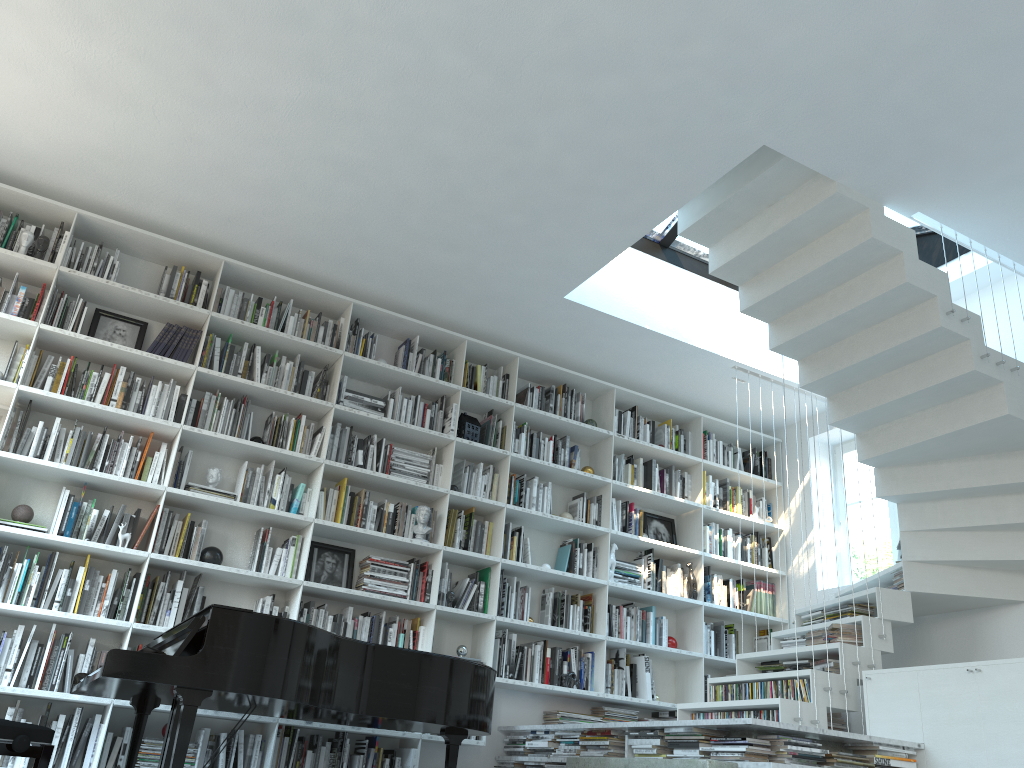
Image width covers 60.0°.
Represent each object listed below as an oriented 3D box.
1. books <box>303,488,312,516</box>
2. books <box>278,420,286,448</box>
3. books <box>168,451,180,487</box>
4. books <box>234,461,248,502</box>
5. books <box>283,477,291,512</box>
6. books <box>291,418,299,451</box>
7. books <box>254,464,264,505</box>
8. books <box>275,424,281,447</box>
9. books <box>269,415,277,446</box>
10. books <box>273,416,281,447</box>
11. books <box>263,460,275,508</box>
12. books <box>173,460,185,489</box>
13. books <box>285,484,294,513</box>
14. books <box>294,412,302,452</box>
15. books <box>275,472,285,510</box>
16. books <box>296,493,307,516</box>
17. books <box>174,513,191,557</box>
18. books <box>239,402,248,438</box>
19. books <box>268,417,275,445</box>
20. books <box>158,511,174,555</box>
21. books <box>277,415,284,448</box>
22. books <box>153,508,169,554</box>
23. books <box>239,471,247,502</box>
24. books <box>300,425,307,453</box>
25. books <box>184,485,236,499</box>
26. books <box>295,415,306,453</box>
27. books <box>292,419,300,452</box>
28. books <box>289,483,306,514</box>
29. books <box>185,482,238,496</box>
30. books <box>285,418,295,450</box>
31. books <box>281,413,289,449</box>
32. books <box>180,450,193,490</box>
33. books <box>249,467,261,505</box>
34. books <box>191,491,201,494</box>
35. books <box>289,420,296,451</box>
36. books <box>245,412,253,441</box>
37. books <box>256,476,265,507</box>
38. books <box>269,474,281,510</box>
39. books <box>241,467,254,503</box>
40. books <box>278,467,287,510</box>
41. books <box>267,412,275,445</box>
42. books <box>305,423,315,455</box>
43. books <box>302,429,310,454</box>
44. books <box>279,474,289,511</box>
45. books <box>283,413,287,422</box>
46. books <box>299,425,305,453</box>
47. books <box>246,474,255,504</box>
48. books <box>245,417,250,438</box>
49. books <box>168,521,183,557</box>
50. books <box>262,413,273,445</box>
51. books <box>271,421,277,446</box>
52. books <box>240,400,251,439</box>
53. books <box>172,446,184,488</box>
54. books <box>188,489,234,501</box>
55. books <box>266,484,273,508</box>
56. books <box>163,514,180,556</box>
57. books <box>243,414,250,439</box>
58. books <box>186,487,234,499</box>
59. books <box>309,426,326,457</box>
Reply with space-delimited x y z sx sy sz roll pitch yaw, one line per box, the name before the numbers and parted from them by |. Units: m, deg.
books | -1.272 0.758 5.420 0.026 0.216 0.127 17 -27 -25
books | -1.435 0.349 5.444 0.006 0.215 0.181 17 -27 -25
books | -1.956 0.523 5.091 0.024 0.256 0.134 17 -27 -25
books | -1.617 0.611 5.249 0.012 0.283 0.160 17 -27 -25
books | -1.391 0.704 5.373 0.022 0.255 0.152 17 -27 -25
books | -1.371 0.356 5.507 0.004 0.264 0.142 17 -27 -25
books | -1.530 0.636 5.287 0.012 0.284 0.168 17 -27 -25
books | -1.463 0.359 5.453 0.011 0.199 0.163 17 -27 -25
books | -1.485 0.327 5.435 0.005 0.239 0.174 17 -27 -25
books | -1.465 0.331 5.435 0.005 0.235 0.179 17 -27 -25
books | -1.481 0.635 5.327 0.010 0.328 0.174 17 -27 -25
books | -1.927 0.558 5.103 0.034 0.208 0.137 17 -27 -25
books | -1.372 0.727 5.376 0.026 0.218 0.150 17 -27 -25
books | -1.358 0.341 5.516 0.006 0.302 0.166 17 -27 -25
books | -1.421 0.676 5.329 0.012 0.264 0.193 17 -27 -25
books | -1.295 0.766 5.400 0.027 0.180 0.142 17 -27 -25
books | -1.865 0.874 4.978 0.026 0.273 0.190 17 -27 -25
books | -1.652 0.262 5.377 0.004 0.283 0.167 17 -27 -25
books | -1.501 0.334 5.453 0.005 0.238 0.146 17 -27 -25
books | -1.953 0.858 4.962 0.026 0.273 0.155 17 -27 -25
books | -1.455 0.335 5.478 0.009 0.265 0.150 17 -27 -25
books | -1.972 0.846 4.949 0.025 0.283 0.146 17 -27 -25
books | -1.616 0.642 5.253 0.010 0.231 0.155 17 -27 -25
books | -1.328 0.389 5.525 0.011 0.228 0.166 17 -27 -25
books | -1.764 0.641 5.162 0.285 0.012 0.160 16 -27 -23
books | -1.344 0.354 5.516 0.022 0.283 0.190 17 -27 -25
books | -1.364 0.361 5.502 0.006 0.252 0.181 17 -27 -25
books | -1.323 0.727 5.376 0.060 0.226 0.179 17 -27 -25
books | -1.761 0.628 5.163 0.285 0.012 0.160 19 -28 -28
books | -1.392 0.349 5.468 0.013 0.242 0.189 17 -27 -25
books | -1.427 0.334 5.495 0.033 0.286 0.155 17 -27 -25
books | -1.898 0.533 5.124 0.021 0.276 0.137 17 -27 -25
books | -1.551 0.644 5.286 0.022 0.266 0.151 17 -27 -25
books | -1.765 0.672 5.143 0.254 0.012 0.161 19 -28 -28
books | -1.381 0.359 5.500 0.017 0.252 0.140 17 -27 -25
books | -1.609 0.300 5.388 0.031 0.231 0.148 17 -27 -25
books | -1.514 0.677 5.301 0.048 0.223 0.150 17 -27 -25
books | -1.444 0.683 5.325 0.028 0.246 0.170 17 -27 -25
books | -1.589 0.635 5.250 0.030 0.246 0.175 17 -27 -25
books | -1.413 0.666 5.348 0.011 0.299 0.179 17 -27 -25
books | -1.509 0.316 5.459 0.012 0.274 0.129 17 -27 -25
books | -1.287 0.385 5.540 0.022 0.256 0.155 17 -27 -25
books | -1.313 0.400 5.529 0.024 0.215 0.142 17 -27 -25
books | -1.401 0.690 5.348 0.023 0.258 0.171 17 -27 -25
books | -1.438 0.331 5.476 0.005 0.274 0.157 17 -27 -25
books | -1.334 0.372 5.523 0.010 0.256 0.140 17 -27 -25
books | -1.581 0.660 5.280 0.024 0.226 0.138 17 -27 -25
books | -1.627 0.308 5.382 0.004 0.208 0.132 17 -27 -25
books | -1.900 0.895 4.975 0.025 0.227 0.153 17 -27 -25
books | -1.513 0.321 5.445 0.005 0.253 0.161 17 -27 -25
books | -1.487 0.346 5.448 0.013 0.215 0.150 17 -27 -25
books | -1.636 0.257 5.366 0.011 0.285 0.189 17 -27 -25
books | -1.948 0.515 5.121 0.011 0.296 0.136 17 -27 -25
books | -1.763 0.661 5.147 0.254 0.012 0.161 20 -28 -29
books | -1.478 0.708 5.318 0.025 0.188 0.140 17 -27 -25
books | -1.923 0.870 4.967 0.036 0.262 0.167 17 -27 -25
books | -1.635 0.303 5.382 0.012 0.217 0.151 17 -27 -25
books | -1.764 0.651 5.155 0.254 0.012 0.161 19 -28 -27
books | -1.240 0.398 5.536 0.064 0.236 0.209 17 -27 -25
